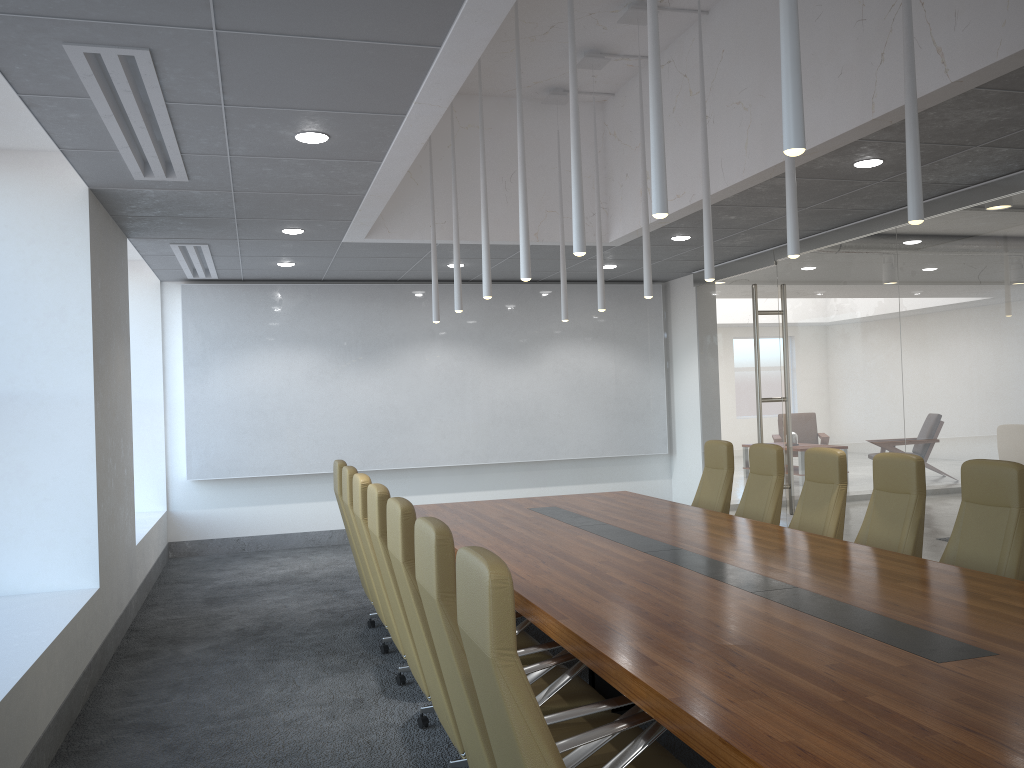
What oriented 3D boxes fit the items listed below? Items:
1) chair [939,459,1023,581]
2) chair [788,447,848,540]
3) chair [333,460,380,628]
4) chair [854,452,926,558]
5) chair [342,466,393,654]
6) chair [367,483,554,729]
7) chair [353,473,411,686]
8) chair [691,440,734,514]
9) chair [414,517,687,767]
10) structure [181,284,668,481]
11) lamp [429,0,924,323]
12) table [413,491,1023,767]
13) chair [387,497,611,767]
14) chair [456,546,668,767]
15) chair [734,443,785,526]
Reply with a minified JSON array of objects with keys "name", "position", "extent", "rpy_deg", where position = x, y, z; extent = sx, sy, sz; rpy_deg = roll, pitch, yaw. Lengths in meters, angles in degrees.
[{"name":"chair","position":[2.412,1.157,5.043],"extent":[0.955,1.406,0.711],"rpy_deg":[-2,-1,-16]},{"name":"chair","position":[1.971,1.197,6.576],"extent":[0.955,1.406,0.711],"rpy_deg":[-2,-1,-16]},{"name":"chair","position":[-0.971,1.314,7.388],"extent":[0.955,1.406,0.711],"rpy_deg":[-2,-1,-16]},{"name":"chair","position":[2.191,1.177,5.812],"extent":[0.955,1.406,0.711],"rpy_deg":[-2,-1,-16]},{"name":"chair","position":[-0.750,1.294,6.623],"extent":[0.955,1.406,0.711],"rpy_deg":[-2,-1,-16]},{"name":"chair","position":[-0.311,1.254,5.095],"extent":[0.955,1.406,0.711],"rpy_deg":[-2,-1,-16]},{"name":"chair","position":[-0.536,1.275,5.877],"extent":[0.955,1.406,0.711],"rpy_deg":[-2,-1,-16]},{"name":"chair","position":[1.526,1.237,8.121],"extent":[0.955,1.406,0.711],"rpy_deg":[-2,-1,-16]},{"name":"chair","position":[0.135,1.214,3.545],"extent":[0.955,1.406,0.711],"rpy_deg":[-2,-1,-16]},{"name":"structure","position":[0.935,-0.291,5.487],"extent":[6.600,2.466,13.989],"rpy_deg":[-2,-1,-16]},{"name":"lamp","position":[0.827,-1.888,5.493],"extent":[2.619,2.378,7.258],"rpy_deg":[-2,-1,-16]},{"name":"table","position":[0.946,1.470,5.440],"extent":[2.300,0.895,6.500],"rpy_deg":[-2,-1,-16]},{"name":"chair","position":[-0.089,1.234,4.322],"extent":[0.955,1.406,0.711],"rpy_deg":[-2,-1,-16]},{"name":"chair","position":[0.352,1.195,2.791],"extent":[0.955,1.406,0.711],"rpy_deg":[-2,-1,-16]},{"name":"chair","position":[1.747,1.217,7.353],"extent":[0.955,1.406,0.711],"rpy_deg":[-2,-1,-16]}]
